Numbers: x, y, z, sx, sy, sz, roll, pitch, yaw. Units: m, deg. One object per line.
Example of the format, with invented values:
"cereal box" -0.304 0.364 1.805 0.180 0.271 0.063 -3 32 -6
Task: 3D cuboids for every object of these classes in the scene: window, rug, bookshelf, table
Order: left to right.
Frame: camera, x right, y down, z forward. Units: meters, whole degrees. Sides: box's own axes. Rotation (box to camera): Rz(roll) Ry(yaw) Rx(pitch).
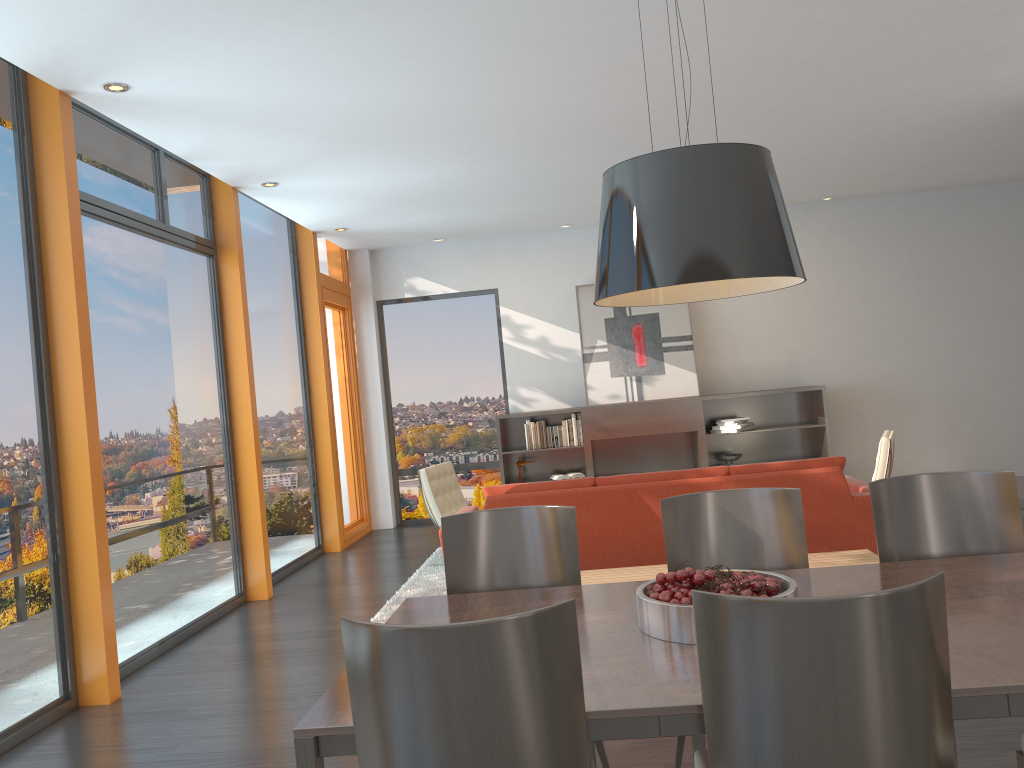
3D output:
"window" -2.514 -0.030 3.082 0.070 3.346 2.924 -5 -1 5
"window" -2.285 -0.023 5.694 0.070 3.346 2.104 -5 -1 5
"window" -2.103 -0.017 7.771 0.070 3.346 1.843 -5 -1 5
"window" -1.868 -0.022 9.367 0.211 3.346 1.156 -5 -1 5
"window" -0.766 -0.113 10.106 1.409 3.341 0.065 -5 -1 5
"rug" 1.086 1.348 6.590 3.772 0.043 2.984 -5 -1 5
"bookshelf" 1.581 0.754 9.415 3.387 1.163 0.570 -5 -1 5
"table" 0.687 1.014 2.366 2.151 0.765 1.171 -5 -1 5

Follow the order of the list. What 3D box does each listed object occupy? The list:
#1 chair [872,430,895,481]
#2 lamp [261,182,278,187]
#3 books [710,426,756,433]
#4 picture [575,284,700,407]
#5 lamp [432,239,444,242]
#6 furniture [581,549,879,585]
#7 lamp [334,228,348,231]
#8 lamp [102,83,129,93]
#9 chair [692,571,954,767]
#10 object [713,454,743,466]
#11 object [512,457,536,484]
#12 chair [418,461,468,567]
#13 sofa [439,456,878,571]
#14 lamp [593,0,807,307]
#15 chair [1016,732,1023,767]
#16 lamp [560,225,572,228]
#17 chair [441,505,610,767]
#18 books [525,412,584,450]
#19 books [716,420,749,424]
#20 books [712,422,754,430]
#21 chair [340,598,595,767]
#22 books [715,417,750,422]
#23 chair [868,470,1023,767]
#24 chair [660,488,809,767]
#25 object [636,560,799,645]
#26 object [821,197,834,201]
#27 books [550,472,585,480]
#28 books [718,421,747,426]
"chair" 2.561 0.793 6.642 0.706 0.817 0.700 -6 -1 25
"lamp" -1.857 -1.526 6.795 0.129 0.010 0.129 -5 -1 -40
"books" 2.313 0.479 9.274 0.314 0.038 0.398 -6 -1 44
"picture" 1.348 -0.474 9.599 1.208 1.338 0.269 -5 -1 5
"lamp" -0.816 -1.590 9.804 0.129 0.010 0.129 -5 -1 -40
"furniture" 0.932 1.168 4.656 2.005 0.357 0.492 -5 -1 5
"lamp" -1.686 -1.521 8.747 0.129 0.010 0.129 -5 -1 -40
"lamp" -2.050 -1.532 4.590 0.129 0.010 0.129 -5 -1 -40
"chair" 0.642 0.858 1.858 0.548 0.968 0.614 -5 -1 5
"object" 2.266 0.804 9.273 0.308 0.117 0.309 -6 -1 39
"object" 0.112 0.921 9.498 0.245 0.290 0.201 -6 -1 25
"chair" -0.356 1.074 7.522 0.707 0.817 0.700 -6 -1 15
"sofa" 0.919 0.929 5.511 2.597 0.852 1.038 -5 -1 5
"lamp" 0.430 -1.033 2.423 0.567 1.580 0.567 -6 -1 34
"chair" 1.401 0.787 1.792 0.548 0.968 0.614 -5 -1 5
"lamp" 0.586 -1.722 9.682 0.129 0.010 0.129 -5 -1 -40
"chair" 0.014 0.928 2.915 0.548 0.968 0.614 -5 -1 5
"books" 0.448 0.496 9.421 0.592 0.340 0.324 -5 -1 5
"books" 2.305 0.393 9.276 0.210 0.020 0.300 -6 -1 45
"books" 2.310 0.441 9.275 0.314 0.038 0.398 -6 -1 34
"chair" -0.051 0.923 1.918 0.548 0.968 0.614 -5 -1 5
"books" 2.304 0.373 9.276 0.300 0.020 0.210 -5 -1 -5
"chair" 1.466 0.792 2.789 0.548 0.968 0.614 -5 -1 5
"chair" 0.773 0.857 2.849 0.548 0.968 0.614 -5 -1 5
"object" 0.551 0.566 2.399 0.427 0.154 0.426 -5 -1 -41
"object" 3.380 -1.984 9.504 0.129 0.010 0.129 -5 -1 -40
"books" 0.589 0.988 9.422 0.336 0.064 0.234 -5 -1 -15
"books" 2.307 0.413 9.275 0.210 0.020 0.300 -6 -1 34
